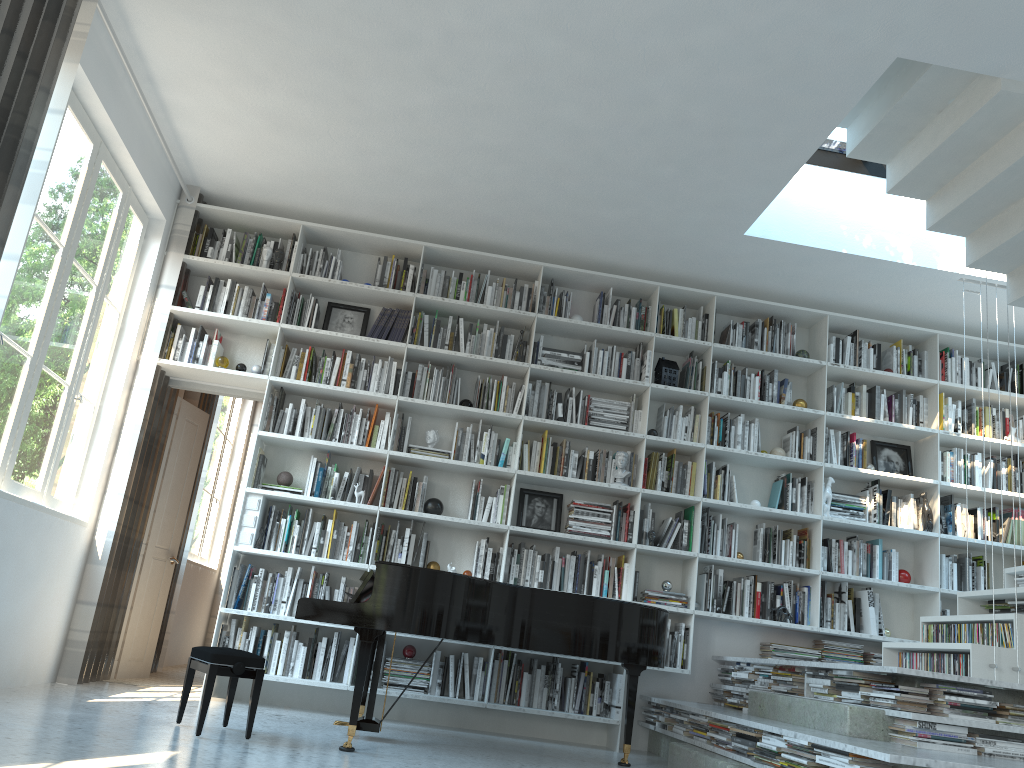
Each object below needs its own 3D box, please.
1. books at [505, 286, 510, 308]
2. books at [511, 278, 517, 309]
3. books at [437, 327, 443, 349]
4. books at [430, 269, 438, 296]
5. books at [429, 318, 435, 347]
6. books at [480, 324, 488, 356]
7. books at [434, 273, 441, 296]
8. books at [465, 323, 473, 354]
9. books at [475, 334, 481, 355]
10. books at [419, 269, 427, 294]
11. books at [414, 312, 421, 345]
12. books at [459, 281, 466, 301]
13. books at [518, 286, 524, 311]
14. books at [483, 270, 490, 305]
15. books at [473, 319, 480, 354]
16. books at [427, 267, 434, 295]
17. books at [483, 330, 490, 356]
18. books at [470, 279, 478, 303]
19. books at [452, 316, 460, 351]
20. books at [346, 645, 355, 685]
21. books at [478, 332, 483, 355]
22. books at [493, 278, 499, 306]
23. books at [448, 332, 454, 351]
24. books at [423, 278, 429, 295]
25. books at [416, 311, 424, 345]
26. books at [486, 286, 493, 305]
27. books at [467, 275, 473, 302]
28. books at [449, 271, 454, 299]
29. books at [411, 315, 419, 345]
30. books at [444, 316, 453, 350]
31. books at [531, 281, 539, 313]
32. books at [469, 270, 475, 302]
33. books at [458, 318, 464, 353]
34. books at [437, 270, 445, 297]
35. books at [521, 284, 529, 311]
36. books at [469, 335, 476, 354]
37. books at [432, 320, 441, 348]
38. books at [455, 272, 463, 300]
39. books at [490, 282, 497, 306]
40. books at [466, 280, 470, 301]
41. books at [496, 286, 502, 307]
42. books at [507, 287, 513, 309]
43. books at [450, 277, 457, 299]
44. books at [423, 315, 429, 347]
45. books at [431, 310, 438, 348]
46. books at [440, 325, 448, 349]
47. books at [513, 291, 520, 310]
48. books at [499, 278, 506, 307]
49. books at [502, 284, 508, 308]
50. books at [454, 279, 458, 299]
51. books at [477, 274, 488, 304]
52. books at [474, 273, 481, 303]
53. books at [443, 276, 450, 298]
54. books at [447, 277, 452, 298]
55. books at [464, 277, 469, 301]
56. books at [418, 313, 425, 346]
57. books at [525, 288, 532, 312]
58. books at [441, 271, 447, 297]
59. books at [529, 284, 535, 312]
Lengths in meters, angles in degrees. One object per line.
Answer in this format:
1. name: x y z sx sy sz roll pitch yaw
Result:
1. books: -0.047 -0.566 6.294 0.013 0.206 0.178 9 -16 -5
2. books: 0.005 -0.591 6.324 0.013 0.284 0.160 9 -16 -5
3. books: -0.509 -0.274 6.177 0.024 0.201 0.154 9 -16 -5
4. books: -0.558 -0.665 6.273 0.031 0.254 0.146 9 -16 -5
5. books: -0.563 -0.313 6.174 0.011 0.259 0.157 9 -16 -5
6. books: -0.209 -0.266 6.221 0.026 0.285 0.138 9 -16 -5
7. books: -0.533 -0.646 6.267 0.023 0.219 0.182 9 -16 -5
8. books: -0.308 -0.273 6.204 0.027 0.264 0.169 9 -16 -5
9. books: -0.250 -0.232 6.220 0.024 0.211 0.128 9 -16 -5
10. books: -0.633 -0.670 6.259 0.029 0.236 0.156 9 -16 -5
11. books: -0.662 -0.340 6.171 0.013 0.282 0.159 9 -16 -5
12. books: -0.358 -0.606 6.288 0.030 0.200 0.152 9 -16 -5
13. books: 0.050 -0.559 6.325 0.026 0.236 0.149 9 -16 -5
14. books: -0.190 -0.634 6.318 0.014 0.314 0.166 9 -16 -5
15. books: -0.258 -0.288 6.207 0.012 0.307 0.145 9 -16 -5
16. books: -0.585 -0.676 6.293 0.021 0.278 0.141 9 -16 -5
17. books: -0.187 -0.240 6.191 0.021 0.225 0.192 9 -16 -5
18. books: -0.279 -0.609 6.303 0.029 0.235 0.130 9 -16 -5
19. books: -0.400 -0.309 6.212 0.013 0.314 0.135 9 -16 -5
20. books: -0.998 1.748 5.526 0.017 0.232 0.213 9 -16 -5
21. books: -0.230 -0.235 6.196 0.010 0.208 0.174 9 -16 -5
22. books: -0.123 -0.601 6.319 0.014 0.268 0.156 9 -16 -5
23. books: -0.431 -0.251 6.184 0.034 0.180 0.160 9 -16 -5
24. books: -0.612 -0.636 6.268 0.024 0.182 0.133 9 -16 -5
25. books: -0.650 -0.344 6.196 0.014 0.308 0.130 9 -16 -5
26. books: -0.174 -0.574 6.295 0.031 0.189 0.182 9 -16 -5
27. books: -0.307 -0.625 6.289 0.013 0.251 0.184 9 -16 -5
28. books: -0.436 -0.651 6.283 0.010 0.263 0.161 9 -16 -5
29. books: -0.680 -0.333 6.152 0.023 0.255 0.175 9 -16 -5
30. books: -0.450 -0.312 6.188 0.023 0.292 0.156 9 -16 -5
31. books: 0.149 -0.571 6.332 0.026 0.287 0.176 9 -16 -5
32. books: -0.293 -0.645 6.299 0.010 0.298 0.151 9 -16 -5
33. books: -0.355 -0.295 6.188 0.075 0.284 0.179 9 -16 -5
34. books: -0.508 -0.656 6.276 0.023 0.250 0.171 9 -16 -5
35. books: 0.078 -0.564 6.339 0.030 0.260 0.152 9 -16 -5
36. books: -0.286 -0.230 6.188 0.028 0.179 0.168 9 -16 -5
37. books: -0.531 -0.301 6.167 0.031 0.241 0.182 9 -16 -5
38. books: -0.383 -0.640 6.304 0.028 0.267 0.152 9 -16 -5
39. books: -0.144 -0.588 6.312 0.026 0.235 0.134 9 -16 -5
40. books: -0.322 -0.610 6.283 0.011 0.215 0.160 9 -16 -5
41. books: -0.106 -0.569 6.322 0.029 0.213 0.142 9 -16 -5
42. books: -0.028 -0.560 6.292 0.026 0.199 0.187 9 -16 -5
43. books: -0.424 -0.627 6.305 0.025 0.234 0.130 9 -16 -5
44. books: -0.601 -0.324 6.180 0.067 0.273 0.168 9 -16 -5
45. books: -0.547 -0.340 6.174 0.012 0.314 0.172 9 -16 -5
46. books: -0.481 -0.280 6.175 0.029 0.218 0.158 9 -16 -5
47. books: 0.020 -0.542 6.306 0.031 0.184 0.177 9 -16 -5
48. books: -0.078 -0.598 6.305 0.014 0.265 0.192 9 -16 -5
49. books: -0.064 -0.575 6.308 0.021 0.228 0.161 9 -16 -5
50. books: -0.406 -0.618 6.296 0.012 0.215 0.150 9 -16 -5
51. books: -0.223 -0.623 6.296 0.052 0.272 0.173 9 -16 -5
52. books: -0.255 -0.629 6.297 0.013 0.275 0.165 9 -16 -5
53. books: -0.471 -0.634 6.257 0.029 0.207 0.179 9 -16 -5
54. books: -0.452 -0.627 6.272 0.015 0.206 0.167 9 -16 -5
55. books: -0.334 -0.619 6.292 0.013 0.234 0.155 9 -16 -5
56. books: -0.637 -0.338 6.172 0.010 0.286 0.148 9 -16 -5
57. books: 0.106 -0.548 6.316 0.026 0.224 0.172 9 -16 -5
58. books: -0.491 -0.654 6.273 0.012 0.249 0.174 9 -16 -5
59. books: 0.127 -0.563 6.331 0.014 0.266 0.172 9 -16 -5
